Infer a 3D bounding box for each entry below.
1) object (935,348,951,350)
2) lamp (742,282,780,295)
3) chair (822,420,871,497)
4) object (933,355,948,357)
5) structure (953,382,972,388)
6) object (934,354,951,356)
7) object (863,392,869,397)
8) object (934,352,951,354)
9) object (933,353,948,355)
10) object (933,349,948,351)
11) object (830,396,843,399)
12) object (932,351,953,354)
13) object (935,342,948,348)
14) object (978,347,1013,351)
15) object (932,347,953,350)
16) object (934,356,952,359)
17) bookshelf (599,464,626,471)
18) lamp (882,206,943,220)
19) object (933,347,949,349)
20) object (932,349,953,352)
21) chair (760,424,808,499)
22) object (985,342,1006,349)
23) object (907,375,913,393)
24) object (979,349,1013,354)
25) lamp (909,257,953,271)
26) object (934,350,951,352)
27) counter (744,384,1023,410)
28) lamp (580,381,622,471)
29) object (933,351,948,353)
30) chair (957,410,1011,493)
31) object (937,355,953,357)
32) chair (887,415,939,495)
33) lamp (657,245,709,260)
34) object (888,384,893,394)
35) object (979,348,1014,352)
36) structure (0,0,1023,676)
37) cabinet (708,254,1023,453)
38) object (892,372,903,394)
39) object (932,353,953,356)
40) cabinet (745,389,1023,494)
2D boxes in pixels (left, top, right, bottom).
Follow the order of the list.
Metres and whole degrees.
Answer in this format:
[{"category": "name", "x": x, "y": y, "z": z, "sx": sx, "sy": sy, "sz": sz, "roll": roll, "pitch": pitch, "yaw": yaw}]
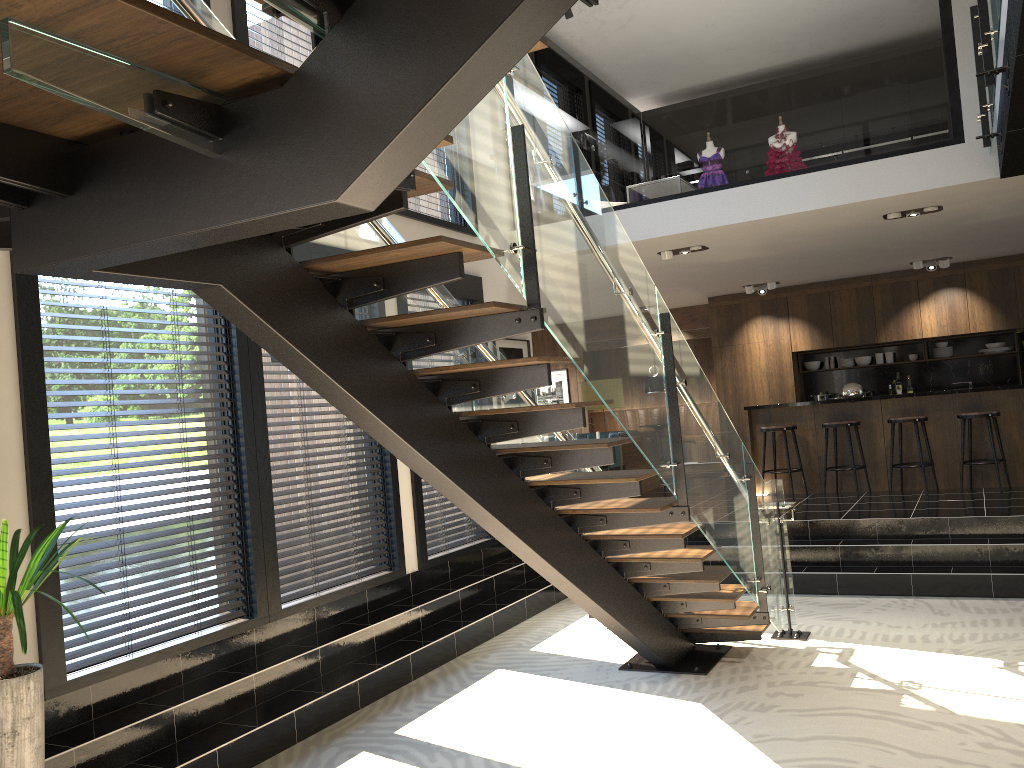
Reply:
[{"category": "object", "x": 6.084, "y": -0.484, "z": 12.537, "sx": 0.269, "sy": 0.024, "sz": 0.269, "roll": -4, "pitch": -2, "yaw": -24}, {"category": "lamp", "x": 3.493, "y": -1.396, "z": 12.429, "sx": 0.502, "sy": 0.294, "sz": 0.349, "roll": -6, "pitch": -2, "yaw": 27}, {"category": "chair", "x": 3.585, "y": 0.802, "z": 9.570, "sx": 0.413, "sy": 0.799, "sz": 0.412, "roll": -6, "pitch": -2, "yaw": 37}, {"category": "object", "x": 6.092, "y": -0.391, "z": 12.535, "sx": 0.269, "sy": 0.024, "sz": 0.269, "roll": -4, "pitch": -2, "yaw": -24}, {"category": "structure", "x": 6.155, "y": 0.094, "z": 12.095, "sx": 0.243, "sy": 0.231, "sz": 0.173, "roll": -6, "pitch": -2, "yaw": 27}, {"category": "object", "x": 6.091, "y": -0.402, "z": 12.535, "sx": 0.269, "sy": 0.024, "sz": 0.269, "roll": -4, "pitch": -2, "yaw": -24}, {"category": "object", "x": 4.934, "y": 0.189, "z": 12.700, "sx": 0.300, "sy": 0.218, "sz": 0.279, "roll": -4, "pitch": -2, "yaw": -30}, {"category": "object", "x": 6.089, "y": -0.429, "z": 12.536, "sx": 0.269, "sy": 0.024, "sz": 0.269, "roll": -4, "pitch": -2, "yaw": -24}, {"category": "object", "x": 6.090, "y": -0.418, "z": 12.535, "sx": 0.269, "sy": 0.024, "sz": 0.269, "roll": -4, "pitch": -2, "yaw": -24}, {"category": "object", "x": 6.085, "y": -0.473, "z": 12.537, "sx": 0.269, "sy": 0.024, "sz": 0.269, "roll": -4, "pitch": -2, "yaw": -24}, {"category": "object", "x": 4.763, "y": 0.241, "z": 12.922, "sx": 0.210, "sy": 0.143, "sz": 0.195, "roll": -4, "pitch": -2, "yaw": -15}, {"category": "object", "x": 6.088, "y": -0.437, "z": 12.536, "sx": 0.269, "sy": 0.024, "sz": 0.269, "roll": -4, "pitch": -2, "yaw": -24}, {"category": "object", "x": 6.076, "y": -0.543, "z": 12.539, "sx": 0.168, "sy": 0.087, "sz": 0.168, "roll": -3, "pitch": -3, "yaw": -43}, {"category": "object", "x": 6.647, "y": -0.468, "z": 12.167, "sx": 0.437, "sy": 0.039, "sz": 0.438, "roll": -4, "pitch": -2, "yaw": -26}, {"category": "object", "x": 6.084, "y": -0.491, "z": 12.537, "sx": 0.269, "sy": 0.024, "sz": 0.269, "roll": -4, "pitch": -2, "yaw": -24}, {"category": "object", "x": 6.094, "y": -0.374, "z": 12.534, "sx": 0.269, "sy": 0.024, "sz": 0.269, "roll": -4, "pitch": -2, "yaw": -24}, {"category": "bookshelf", "x": 0.859, "y": 1.189, "z": 9.645, "sx": 0.356, "sy": 0.500, "sz": 1.304, "roll": -6, "pitch": -2, "yaw": 28}, {"category": "lamp", "x": 3.657, "y": -1.620, "z": 8.105, "sx": 0.502, "sy": 0.194, "sz": 0.349, "roll": -6, "pitch": -2, "yaw": 28}, {"category": "object", "x": 6.083, "y": -0.500, "z": 12.537, "sx": 0.269, "sy": 0.024, "sz": 0.269, "roll": -4, "pitch": -2, "yaw": -24}, {"category": "object", "x": 6.086, "y": -0.464, "z": 12.537, "sx": 0.269, "sy": 0.024, "sz": 0.269, "roll": -4, "pitch": -2, "yaw": -24}, {"category": "chair", "x": 3.002, "y": 0.863, "z": 9.876, "sx": 0.413, "sy": 0.799, "sz": 0.412, "roll": -6, "pitch": -2, "yaw": 37}, {"category": "object", "x": 6.642, "y": -0.515, "z": 12.170, "sx": 0.254, "sy": 0.088, "sz": 0.254, "roll": -3, "pitch": -3, "yaw": -37}, {"category": "object", "x": 5.726, "y": 0.073, "z": 12.759, "sx": 0.077, "sy": 0.395, "sz": 0.077, "roll": -4, "pitch": -1, "yaw": -20}, {"category": "object", "x": 6.650, "y": -0.441, "z": 12.166, "sx": 0.437, "sy": 0.039, "sz": 0.438, "roll": -4, "pitch": -2, "yaw": -26}, {"category": "lamp", "x": 5.398, "y": -1.601, "z": 11.430, "sx": 0.502, "sy": 0.280, "sz": 0.349, "roll": -6, "pitch": -2, "yaw": 27}, {"category": "object", "x": 6.087, "y": -0.457, "z": 12.536, "sx": 0.269, "sy": 0.024, "sz": 0.269, "roll": -4, "pitch": -2, "yaw": -24}, {"category": "counter", "x": 4.394, "y": 0.115, "z": 9.635, "sx": 3.575, "sy": 0.041, "sz": 0.698, "roll": -6, "pitch": -2, "yaw": 28}, {"category": "lamp", "x": 0.908, "y": 0.687, "z": 9.159, "sx": 0.637, "sy": 1.444, "sz": 0.437, "roll": -4, "pitch": -2, "yaw": -37}, {"category": "object", "x": 6.088, "y": -0.446, "z": 12.536, "sx": 0.269, "sy": 0.024, "sz": 0.269, "roll": -4, "pitch": -2, "yaw": -24}, {"category": "chair", "x": 4.750, "y": 0.681, "z": 8.959, "sx": 0.413, "sy": 0.799, "sz": 0.412, "roll": -6, "pitch": -2, "yaw": 37}, {"category": "object", "x": 6.093, "y": -0.382, "z": 12.535, "sx": 0.269, "sy": 0.024, "sz": 0.269, "roll": -4, "pitch": -2, "yaw": -24}, {"category": "chair", "x": 4.167, "y": 0.742, "z": 9.265, "sx": 0.413, "sy": 0.799, "sz": 0.412, "roll": -6, "pitch": -2, "yaw": 37}, {"category": "lamp", "x": 1.753, "y": -1.404, "z": 9.104, "sx": 0.502, "sy": 0.231, "sz": 0.349, "roll": -6, "pitch": -2, "yaw": 28}, {"category": "object", "x": 5.497, "y": 0.150, "z": 12.867, "sx": 0.058, "sy": 0.287, "sz": 0.057, "roll": -6, "pitch": -2, "yaw": 40}, {"category": "object", "x": 6.649, "y": -0.453, "z": 12.166, "sx": 0.437, "sy": 0.039, "sz": 0.438, "roll": -4, "pitch": -2, "yaw": -26}, {"category": "structure", "x": 1.210, "y": -0.286, "z": 4.211, "sx": 3.449, "sy": 4.867, "sz": 7.278, "roll": -6, "pitch": -2, "yaw": 27}, {"category": "cabinet", "x": 6.313, "y": -0.287, "z": 12.157, "sx": 6.896, "sy": 2.689, "sz": 0.869, "roll": -6, "pitch": -2, "yaw": 28}, {"category": "object", "x": 5.580, "y": 0.059, "z": 12.826, "sx": 0.133, "sy": 0.451, "sz": 0.116, "roll": -6, "pitch": -2, "yaw": 28}, {"category": "object", "x": 6.091, "y": -0.409, "z": 12.535, "sx": 0.269, "sy": 0.024, "sz": 0.269, "roll": -4, "pitch": -2, "yaw": -24}, {"category": "cabinet", "x": 4.439, "y": 0.631, "z": 9.622, "sx": 3.566, "sy": 0.993, "sz": 0.698, "roll": -6, "pitch": -2, "yaw": 28}]
